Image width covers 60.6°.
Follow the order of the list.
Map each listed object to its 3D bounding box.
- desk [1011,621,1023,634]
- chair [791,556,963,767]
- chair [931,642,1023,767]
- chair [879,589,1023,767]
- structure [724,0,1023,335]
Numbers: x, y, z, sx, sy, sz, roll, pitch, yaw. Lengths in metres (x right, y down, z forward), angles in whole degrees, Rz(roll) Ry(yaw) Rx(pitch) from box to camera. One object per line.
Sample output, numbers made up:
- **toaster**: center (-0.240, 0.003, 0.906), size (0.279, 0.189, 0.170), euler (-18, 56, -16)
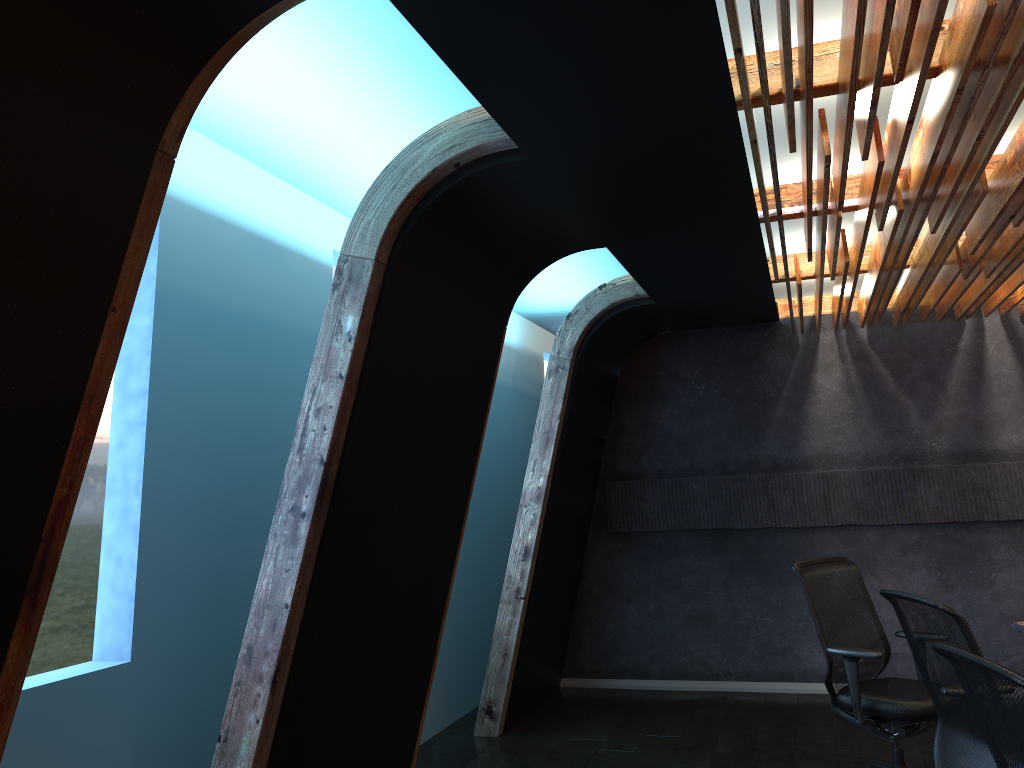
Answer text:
- **desk**: center (2.874, 1.385, 1.731), size (2.026, 0.838, 6.527), euler (-5, -8, 18)
- **chair**: center (2.046, 1.587, 4.693), size (0.811, 1.272, 0.777), euler (7, -16, -36)
- **chair**: center (1.569, 1.273, 2.037), size (0.796, 1.272, 0.791), euler (-3, -13, 2)
- **chair**: center (1.950, 1.413, 3.276), size (0.796, 1.272, 0.791), euler (-2, -13, -3)
- **structure**: center (2.839, 0.091, 1.549), size (4.506, 3.069, 11.243), euler (-6, -8, 18)
